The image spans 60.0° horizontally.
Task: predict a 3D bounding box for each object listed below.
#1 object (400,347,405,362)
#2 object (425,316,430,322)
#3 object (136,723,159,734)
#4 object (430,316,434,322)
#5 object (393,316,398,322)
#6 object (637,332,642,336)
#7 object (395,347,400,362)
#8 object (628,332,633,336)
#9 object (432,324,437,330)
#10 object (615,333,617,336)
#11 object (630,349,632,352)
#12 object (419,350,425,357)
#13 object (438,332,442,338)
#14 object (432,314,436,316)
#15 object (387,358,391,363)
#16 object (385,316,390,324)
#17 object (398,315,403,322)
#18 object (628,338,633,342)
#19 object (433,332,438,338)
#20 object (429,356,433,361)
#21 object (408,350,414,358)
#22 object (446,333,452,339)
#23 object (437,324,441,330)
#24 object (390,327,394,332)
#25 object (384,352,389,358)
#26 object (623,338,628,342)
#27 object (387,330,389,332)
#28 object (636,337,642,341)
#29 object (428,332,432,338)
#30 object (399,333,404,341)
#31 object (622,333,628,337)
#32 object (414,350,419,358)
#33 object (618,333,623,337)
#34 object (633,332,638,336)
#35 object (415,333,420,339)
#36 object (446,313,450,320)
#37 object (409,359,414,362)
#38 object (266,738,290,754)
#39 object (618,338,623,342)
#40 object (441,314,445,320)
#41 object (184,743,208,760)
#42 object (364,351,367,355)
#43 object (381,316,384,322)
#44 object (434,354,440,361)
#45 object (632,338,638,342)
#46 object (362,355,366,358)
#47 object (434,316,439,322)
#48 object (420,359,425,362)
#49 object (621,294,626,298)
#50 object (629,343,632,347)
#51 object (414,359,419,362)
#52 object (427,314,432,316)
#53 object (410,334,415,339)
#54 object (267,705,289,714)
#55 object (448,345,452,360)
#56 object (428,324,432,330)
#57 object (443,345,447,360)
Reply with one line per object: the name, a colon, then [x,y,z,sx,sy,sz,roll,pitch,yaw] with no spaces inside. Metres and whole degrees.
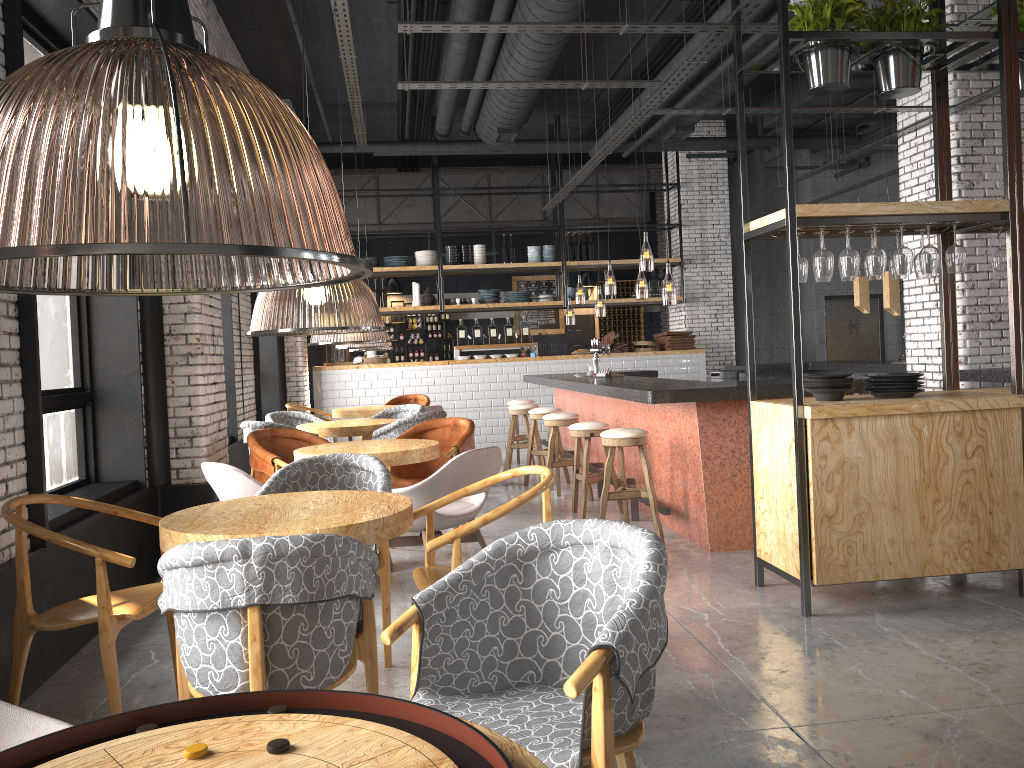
object: [-2.044,-0.557,16.543,0.079,0.280,0.079,-3,1,-39]
object: [-1.580,-1.213,16.581,0.076,0.111,0.076,-2,1,3]
object: [-0.546,0.518,1.326,0.032,0.010,0.032,-1,2,43]
object: [-1.498,-1.217,16.591,0.076,0.111,0.076,-2,1,13]
object: [-2.175,-1.292,16.523,0.079,0.280,0.079,-3,1,-4]
object: [2.451,-0.962,17.011,0.079,0.079,0.281,-3,2,-7]
object: [-2.139,-0.552,16.531,0.079,0.280,0.079,-3,1,1]
object: [2.265,-0.953,16.987,0.079,0.079,0.281,-3,2,-7]
object: [-1.452,-1.062,16.599,0.076,0.111,0.076,-3,1,-32]
object: [1.981,-0.940,16.970,0.079,0.079,0.281,-3,2,-7]
object: [2.279,-0.638,16.991,0.079,0.079,0.281,-3,2,-7]
object: [-1.681,-0.569,16.596,0.100,0.139,0.088,-3,1,-7]
object: [-1.356,-0.921,16.633,0.081,0.113,0.071,-3,1,-8]
object: [-1.463,-1.329,16.598,0.076,0.111,0.076,-3,1,-2]
object: [-2.287,-0.437,16.497,0.076,0.111,0.076,-3,1,-2]
object: [-2.320,-1.199,16.485,0.079,0.156,0.079,-3,1,-22]
object: [-2.083,-1.296,16.534,0.079,0.280,0.079,-3,1,-29]
object: [2.267,-0.848,17.008,0.079,0.079,0.281,-3,2,-7]
object: [-1.439,-0.917,16.622,0.081,0.113,0.071,-3,1,-8]
object: [-1.517,-0.474,16.595,0.076,0.111,0.076,-4,2,-42]
object: [-1.890,-0.558,16.568,0.100,0.139,0.088,-3,1,-7]
object: [-1.184,-0.904,16.649,0.106,0.108,0.089,-1,2,43]
object: [-1.362,-1.066,16.611,0.076,0.111,0.076,-4,2,-42]
object: [-2.230,-1.009,16.498,0.071,0.083,0.071,-3,1,-17]
object: [-2.333,-0.546,16.492,0.076,0.111,0.076,-3,1,-12]
object: [2.176,-0.843,16.976,0.079,0.079,0.281,-3,2,-7]
object: [-2.316,-1.005,16.487,0.071,0.083,0.071,-3,1,-17]
object: [2.454,-0.857,17.028,0.079,0.079,0.281,-3,2,-7]
object: [-1.535,-0.913,16.610,0.081,0.113,0.071,-3,1,-8]
object: [-2.059,-0.878,16.544,0.100,0.139,0.088,-3,1,-7]
object: [2.169,-0.949,16.990,0.079,0.079,0.281,-3,2,-7]
object: [-1.783,-0.564,16.582,0.100,0.139,0.088,-3,1,-7]
object: [2.078,-0.944,16.963,0.079,0.079,0.281,-3,2,-7]
object: [2.361,-0.957,16.976,0.079,0.079,0.281,-3,2,-7]
object: [-1.762,-0.894,16.588,0.090,0.101,0.111,-4,2,-41]
object: [-1.205,-1.339,16.648,0.079,0.280,0.079,-3,1,-14]
object: [-1.877,-0.413,16.562,0.092,0.112,0.100,-3,1,-21]
object: [-0.322,0.500,1.223,0.032,0.010,0.032,-1,2,43]
object: [2.083,-0.838,16.955,0.079,0.079,0.281,-3,2,-7]
object: [-1.299,-1.335,16.636,0.079,0.280,0.079,-3,1,-34]
object: [-0.434,0.505,1.219,0.032,0.010,0.032,-1,2,43]
object: [-2.707,-0.573,16.444,0.070,0.083,0.071,-2,1,18]
object: [-2.427,-1.194,16.471,0.079,0.156,0.079,-2,1,23]
object: [-1.409,-0.494,16.631,0.100,0.139,0.088,-3,1,-7]
object: [2.361,-0.853,17.015,0.079,0.079,0.281,-3,2,-7]
object: [-2.747,-0.487,16.435,0.071,0.083,0.071,-2,1,3]
object: [-1.416,-1.221,16.604,0.076,0.111,0.076,-3,1,-12]
object: [-1.676,-0.420,16.589,0.106,0.108,0.089,-1,2,43]
object: [2.141,-1.682,16.943,0.079,0.079,0.283,-3,2,-7]
object: [2.272,-0.743,17.005,0.079,0.079,0.281,-3,2,-7]
object: [-1.782,-0.415,16.575,0.092,0.108,0.105,-2,1,4]
object: [-1.544,-1.325,16.586,0.076,0.111,0.076,-3,1,-32]
object: [-1.860,-0.889,16.575,0.090,0.101,0.111,-4,2,-41]
object: [-0.363,0.509,1.375,0.032,0.010,0.032,-1,2,43]
object: [-1.171,-0.599,16.658,0.079,0.280,0.079,-3,1,-4]
object: [-1.539,-1.057,16.587,0.076,0.111,0.076,-2,1,18]
object: [-1.260,-0.595,16.643,0.079,0.280,0.079,-2,1,11]
